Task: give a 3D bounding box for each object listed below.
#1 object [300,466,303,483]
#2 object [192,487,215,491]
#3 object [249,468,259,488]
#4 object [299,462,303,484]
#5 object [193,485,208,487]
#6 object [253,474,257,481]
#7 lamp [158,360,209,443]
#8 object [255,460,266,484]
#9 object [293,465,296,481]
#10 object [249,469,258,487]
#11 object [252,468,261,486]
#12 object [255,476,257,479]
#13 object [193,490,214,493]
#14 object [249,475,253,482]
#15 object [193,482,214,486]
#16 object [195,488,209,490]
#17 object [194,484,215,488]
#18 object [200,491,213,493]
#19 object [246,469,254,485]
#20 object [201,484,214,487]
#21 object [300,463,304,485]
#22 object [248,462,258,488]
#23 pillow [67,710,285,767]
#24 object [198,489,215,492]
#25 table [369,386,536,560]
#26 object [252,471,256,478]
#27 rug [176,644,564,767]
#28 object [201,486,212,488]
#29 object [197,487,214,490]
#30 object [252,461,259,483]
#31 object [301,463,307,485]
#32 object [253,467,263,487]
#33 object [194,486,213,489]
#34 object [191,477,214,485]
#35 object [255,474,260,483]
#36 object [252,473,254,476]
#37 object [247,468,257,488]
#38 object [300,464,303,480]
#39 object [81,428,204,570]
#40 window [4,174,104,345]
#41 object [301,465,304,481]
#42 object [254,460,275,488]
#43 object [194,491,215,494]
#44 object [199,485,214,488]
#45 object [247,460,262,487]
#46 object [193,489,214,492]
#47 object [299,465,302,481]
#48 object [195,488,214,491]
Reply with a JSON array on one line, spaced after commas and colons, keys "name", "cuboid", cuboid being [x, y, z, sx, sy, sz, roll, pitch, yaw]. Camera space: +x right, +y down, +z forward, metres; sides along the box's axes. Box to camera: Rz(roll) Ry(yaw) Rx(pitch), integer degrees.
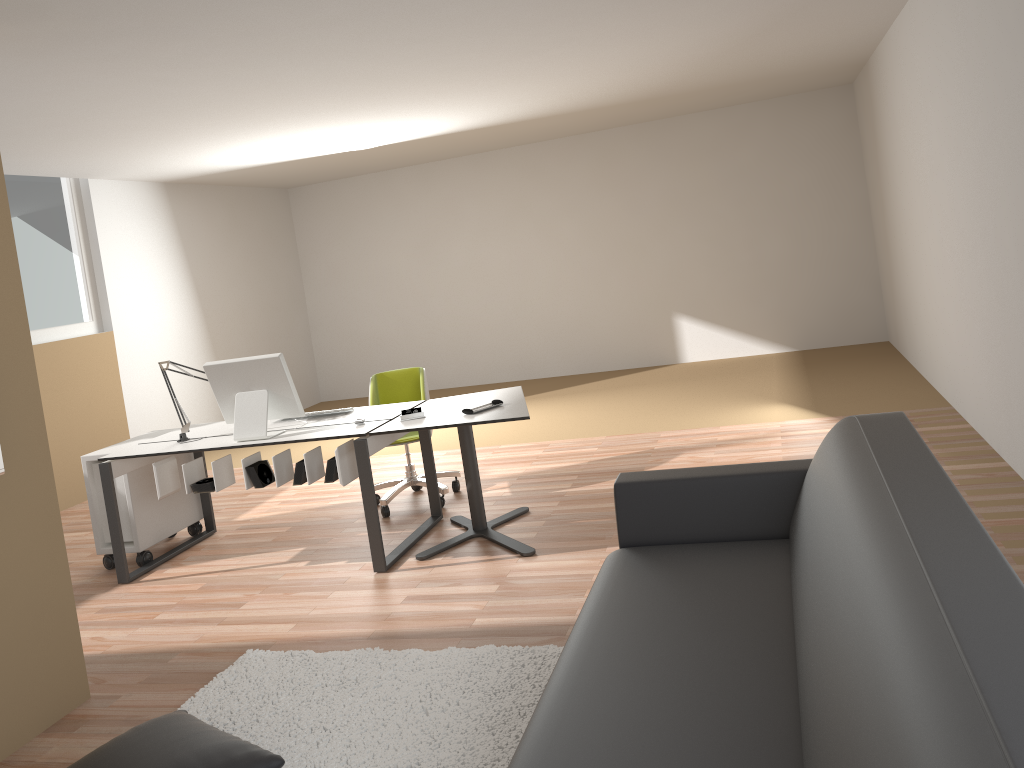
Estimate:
[{"name": "object", "cuboid": [-1.035, 0.438, 4.469, 0.040, 0.113, 0.135, -8, 6, 17]}, {"name": "object", "cuboid": [-1.592, 0.536, 4.638, 0.119, 0.002, 0.135, -6, 9, 17]}, {"name": "object", "cuboid": [-1.296, 0.465, 4.547, 0.040, 0.113, 0.135, -8, 6, 17]}, {"name": "object", "cuboid": [-1.039, 0.438, 4.470, 0.040, 0.113, 0.135, -8, 6, 17]}, {"name": "object", "cuboid": [-1.601, 0.518, 4.639, 0.119, 0.002, 0.135, -6, 9, 17]}, {"name": "object", "cuboid": [-1.289, 0.465, 4.545, 0.040, 0.113, 0.135, -8, 6, 17]}, {"name": "lamp", "cuboid": [-1.658, 0.093, 4.932, 0.543, 0.527, 0.140, -10, 2, -18]}, {"name": "object", "cuboid": [-1.276, 0.463, 4.541, 0.039, 0.113, 0.135, -8, 6, 17]}, {"name": "object", "cuboid": [-1.074, 0.442, 4.480, 0.040, 0.113, 0.135, -8, 6, 17]}, {"name": "object", "cuboid": [-1.298, 0.466, 4.547, 0.040, 0.113, 0.135, -8, 6, 17]}, {"name": "object", "cuboid": [-1.281, 0.464, 4.542, 0.040, 0.113, 0.135, -8, 6, 17]}, {"name": "object", "cuboid": [-1.285, 0.464, 4.543, 0.039, 0.113, 0.135, -8, 6, 17]}, {"name": "object", "cuboid": [-1.587, 0.547, 4.637, 0.119, 0.002, 0.135, -6, 9, 17]}, {"name": "object", "cuboid": [-1.313, 0.467, 4.552, 0.040, 0.113, 0.135, -8, 6, 17]}, {"name": "object", "cuboid": [-1.603, 0.514, 4.639, 0.119, 0.002, 0.135, -6, 9, 17]}, {"name": "object", "cuboid": [-1.593, 0.534, 4.638, 0.119, 0.002, 0.135, -6, 9, 17]}, {"name": "object", "cuboid": [-1.598, 0.524, 4.639, 0.119, 0.002, 0.135, -6, 9, 17]}, {"name": "object", "cuboid": [-1.585, 0.551, 4.637, 0.119, 0.002, 0.135, -6, 9, 17]}, {"name": "object", "cuboid": [-1.316, 0.467, 4.552, 0.040, 0.113, 0.135, -8, 6, 17]}, {"name": "object", "cuboid": [-1.599, 0.522, 4.639, 0.119, 0.002, 0.135, -6, 9, 17]}, {"name": "object", "cuboid": [-1.033, 0.437, 4.468, 0.040, 0.113, 0.135, -8, 6, 17]}, {"name": "object", "cuboid": [-1.302, 0.466, 4.548, 0.039, 0.113, 0.135, -8, 6, 17]}, {"name": "pillow", "cuboid": [-1.046, 1.148, 2.478, 0.606, 0.208, 0.590, -2, 10, 42]}, {"name": "object", "cuboid": [-1.588, 0.545, 4.637, 0.119, 0.002, 0.135, -6, 9, 17]}, {"name": "table", "cuboid": [-0.149, 0.450, 4.647, 0.807, 0.684, 0.938, -7, 6, 14]}, {"name": "object", "cuboid": [-1.287, 0.464, 4.544, 0.040, 0.113, 0.135, -8, 6, 17]}, {"name": "rug", "cuboid": [-0.667, 1.200, 2.411, 1.443, 0.045, 2.054, -6, 9, 17]}, {"name": "object", "cuboid": [-1.597, 0.526, 4.639, 0.119, 0.002, 0.135, -6, 9, 17]}, {"name": "object", "cuboid": [-1.593, 0.534, 4.638, 0.119, 0.002, 0.135, -6, 9, 17]}, {"name": "object", "cuboid": [-1.311, 0.467, 4.551, 0.039, 0.113, 0.135, -8, 6, 17]}, {"name": "object", "cuboid": [-1.028, 0.437, 4.467, 0.040, 0.113, 0.135, -8, 6, 17]}, {"name": "object", "cuboid": [-1.272, 0.463, 4.539, 0.040, 0.113, 0.135, -8, 6, 17]}, {"name": "object", "cuboid": [-1.596, 0.528, 4.638, 0.119, 0.002, 0.135, -6, 9, 17]}, {"name": "object", "cuboid": [-1.605, 0.510, 4.640, 0.119, 0.002, 0.135, -6, 9, 17]}, {"name": "object", "cuboid": [-1.278, 0.463, 4.541, 0.040, 0.113, 0.135, -8, 6, 17]}, {"name": "object", "cuboid": [-1.294, 0.465, 4.546, 0.039, 0.113, 0.135, -8, 6, 17]}, {"name": "object", "cuboid": [-1.307, 0.466, 4.550, 0.040, 0.113, 0.135, -8, 6, 17]}, {"name": "object", "cuboid": [-1.037, 0.438, 4.469, 0.040, 0.113, 0.135, -8, 6, 17]}, {"name": "object", "cuboid": [-2.183, 0.673, 5.288, 0.307, 0.672, 0.629, -8, 5, 17]}, {"name": "window", "cuboid": [-4.182, -0.989, 5.865, 0.045, 1.784, 3.686, -8, 7, 17]}, {"name": "object", "cuboid": [-1.031, 0.437, 4.467, 0.040, 0.113, 0.135, -8, 6, 17]}, {"name": "object", "cuboid": [-1.272, 0.462, 4.539, 0.039, 0.113, 0.135, -8, 6, 17]}, {"name": "object", "cuboid": [-1.584, 0.553, 4.637, 0.119, 0.002, 0.135, -6, 9, 17]}, {"name": "object", "cuboid": [-1.597, 0.526, 4.639, 0.119, 0.002, 0.135, -6, 9, 17]}, {"name": "object", "cuboid": [-1.305, 0.466, 4.549, 0.040, 0.113, 0.135, -8, 6, 17]}, {"name": "object", "cuboid": [-1.589, 0.543, 4.637, 0.119, 0.002, 0.135, -6, 9, 17]}, {"name": "object", "cuboid": [-1.042, 0.438, 4.471, 0.040, 0.113, 0.135, -8, 6, 17]}, {"name": "object", "cuboid": [-1.591, 0.539, 4.638, 0.119, 0.002, 0.135, -6, 9, 17]}]
